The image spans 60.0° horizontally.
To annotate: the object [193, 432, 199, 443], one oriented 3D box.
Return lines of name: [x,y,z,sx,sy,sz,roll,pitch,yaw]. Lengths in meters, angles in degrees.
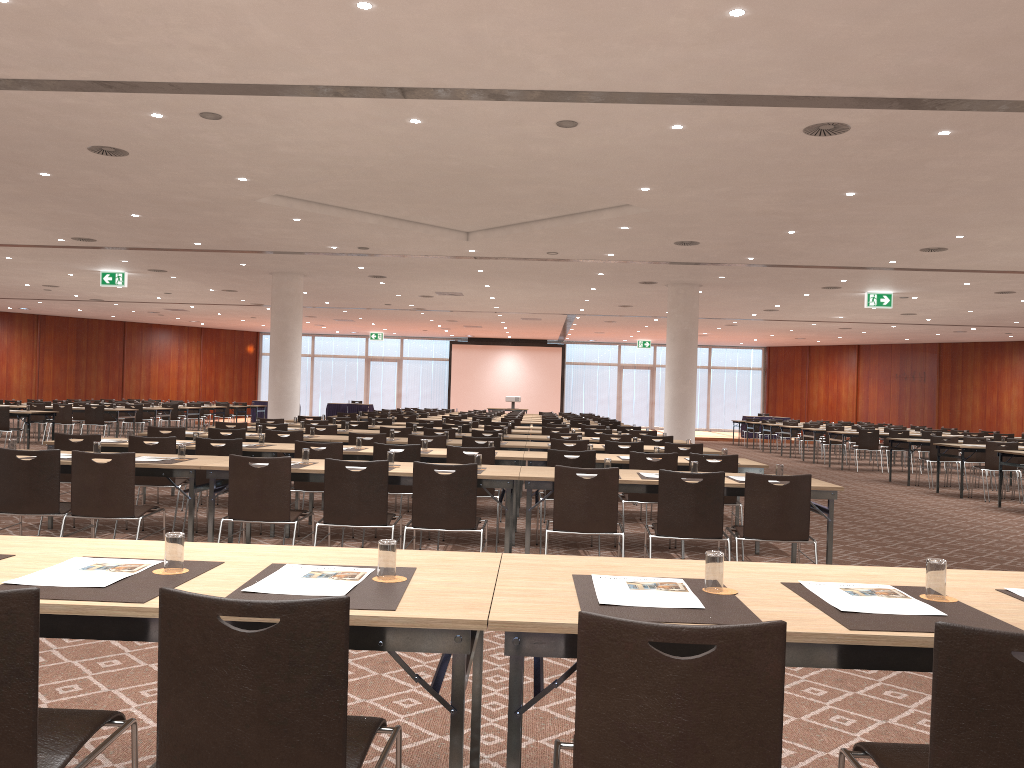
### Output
object: [-3.127,0.529,8.774,0.054,0.114,0.054,2,0,13]

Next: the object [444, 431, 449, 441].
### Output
object: [-0.790,0.630,10.700,0.054,0.114,0.054,2,0,35]

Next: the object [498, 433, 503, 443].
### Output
object: [-0.143,0.650,10.677,0.054,0.114,0.054,2,0,35]

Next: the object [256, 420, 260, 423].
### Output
object: [-3.666,0.573,12.789,0.054,0.114,0.054,2,0,-10]

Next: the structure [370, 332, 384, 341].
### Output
structure: [-5.848,-2.051,38.334,0.587,0.346,0.105,2,0,2]

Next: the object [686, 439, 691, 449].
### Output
object: [2.119,0.719,10.633,0.054,0.114,0.054,2,0,-32]

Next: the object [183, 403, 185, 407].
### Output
object: [-9.032,0.581,24.431,0.054,0.114,0.054,2,0,-10]

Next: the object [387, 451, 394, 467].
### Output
object: [-0.917,0.567,6.699,0.054,0.114,0.054,2,0,-32]

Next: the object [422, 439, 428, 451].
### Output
object: [-0.857,0.599,8.714,0.054,0.114,0.054,2,0,-10]

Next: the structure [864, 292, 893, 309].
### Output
structure: [8.271,-1.888,20.002,0.587,0.346,0.105,2,0,2]

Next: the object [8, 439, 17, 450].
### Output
object: [-3.819,0.478,6.777,0.054,0.114,0.054,2,0,-32]

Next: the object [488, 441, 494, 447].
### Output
object: [-0.207,0.619,8.693,0.054,0.114,0.054,2,0,-10]

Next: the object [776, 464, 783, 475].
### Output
object: [2.001,0.656,6.634,0.054,0.114,0.054,2,0,-32]

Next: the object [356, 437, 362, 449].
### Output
object: [-1.504,0.579,8.714,0.054,0.114,0.054,2,0,-10]

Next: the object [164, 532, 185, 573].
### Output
object: [-1.013,0.504,2.661,0.054,0.114,0.054,2,0,-32]

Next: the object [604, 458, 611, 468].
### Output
object: [0.718,0.617,6.658,0.054,0.114,0.054,2,0,35]

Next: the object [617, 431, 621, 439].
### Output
object: [1.531,0.731,12.633,0.054,0.114,0.054,2,0,-32]

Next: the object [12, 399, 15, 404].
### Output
object: [-12.670,0.440,22.534,0.054,0.114,0.054,2,0,35]

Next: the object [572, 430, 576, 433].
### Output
object: [0.879,0.711,12.665,0.054,0.114,0.054,2,0,-32]

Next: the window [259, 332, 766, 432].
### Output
window: [-0.123,-0.080,40.216,22.961,3.872,0.217,2,0,2]

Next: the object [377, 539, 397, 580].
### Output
object: [-0.373,0.523,2.646,0.054,0.114,0.054,2,0,-32]

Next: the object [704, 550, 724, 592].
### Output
object: [0.598,0.553,2.620,0.054,0.114,0.054,2,0,35]

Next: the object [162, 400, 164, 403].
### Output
object: [-11.203,0.574,28.500,0.054,0.114,0.054,2,0,-32]

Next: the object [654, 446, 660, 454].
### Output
object: [1.411,0.668,8.652,0.054,0.114,0.054,2,0,35]

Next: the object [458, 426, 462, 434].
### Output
object: [-0.749,0.662,12.699,0.054,0.114,0.054,2,0,-10]

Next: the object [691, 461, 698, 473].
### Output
object: [1.365,0.637,6.639,0.054,0.114,0.054,2,0,35]

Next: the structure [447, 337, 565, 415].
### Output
structure: [-0.249,-0.277,39.618,5.158,3.525,0.395,2,0,2]

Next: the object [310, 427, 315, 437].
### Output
object: [-2.420,0.581,10.747,0.054,0.114,0.054,2,0,-32]

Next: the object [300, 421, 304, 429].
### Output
object: [-3.022,0.592,12.771,0.054,0.114,0.054,2,0,-10]

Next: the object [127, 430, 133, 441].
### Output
object: [-3.779,0.509,8.777,0.054,0.114,0.054,2,0,-10]

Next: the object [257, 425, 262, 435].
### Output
object: [-3.063,0.561,10.767,0.054,0.114,0.054,2,0,-32]

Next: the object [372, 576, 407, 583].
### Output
object: [-0.364,0.581,2.642,0.102,0.001,0.102,2,-1,-32]

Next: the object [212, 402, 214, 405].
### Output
object: [-9.581,0.623,28.448,0.054,0.114,0.054,2,0,-10]

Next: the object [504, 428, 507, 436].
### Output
object: [-0.094,0.682,12.679,0.054,0.114,0.054,2,0,35]

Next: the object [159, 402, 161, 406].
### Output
object: [-9.699,0.560,24.444,0.054,0.114,0.054,2,0,-10]

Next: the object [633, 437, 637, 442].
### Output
object: [1.477,0.700,10.642,0.054,0.114,0.054,2,0,-32]

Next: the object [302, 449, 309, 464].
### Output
object: [-1.563,0.547,6.714,0.054,0.114,0.054,2,0,-32]

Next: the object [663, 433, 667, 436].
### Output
object: [2.173,0.751,12.627,0.054,0.114,0.054,2,0,-10]

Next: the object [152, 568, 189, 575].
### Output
object: [-1.022,0.561,2.656,0.102,0.001,0.102,2,-1,-32]

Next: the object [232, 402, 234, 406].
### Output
object: [-8.933,0.643,28.432,0.054,0.114,0.054,2,0,-10]

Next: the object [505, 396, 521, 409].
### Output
object: [0.045,0.697,33.365,0.576,0.472,0.614,2,-1,2]

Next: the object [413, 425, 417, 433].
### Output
object: [-1.394,0.642,12.724,0.054,0.114,0.054,2,0,-10]

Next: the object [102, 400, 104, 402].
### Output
object: [-11.301,0.511,24.494,0.054,0.114,0.054,2,0,-32]

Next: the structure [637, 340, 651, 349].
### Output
structure: [5.659,-1.700,38.019,0.587,0.346,0.105,2,0,2]

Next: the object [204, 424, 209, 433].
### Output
object: [-3.723,0.541,10.792,0.054,0.114,0.054,2,0,35]

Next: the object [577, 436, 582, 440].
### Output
object: [0.814,0.680,10.665,0.054,0.114,0.054,2,0,13]

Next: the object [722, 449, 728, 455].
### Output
object: [2.069,0.688,8.630,0.054,0.114,0.054,2,0,-10]

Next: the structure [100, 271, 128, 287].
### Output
structure: [-9.195,-2.421,20.481,0.587,0.346,0.105,2,0,2]

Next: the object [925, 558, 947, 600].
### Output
object: [1.249,0.573,2.611,0.054,0.114,0.054,2,0,35]

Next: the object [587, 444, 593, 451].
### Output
object: [0.764,0.648,8.663,0.054,0.114,0.054,2,0,35]

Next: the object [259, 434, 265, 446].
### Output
object: [-2.468,0.549,8.742,0.054,0.114,0.054,2,0,35]

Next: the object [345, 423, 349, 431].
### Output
object: [-2.370,0.612,12.745,0.054,0.114,0.054,2,0,-32]

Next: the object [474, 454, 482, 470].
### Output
object: [-0.255,0.587,6.678,0.054,0.114,0.054,2,0,-32]

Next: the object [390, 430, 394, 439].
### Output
object: [-1.449,0.610,10.712,0.054,0.114,0.054,2,0,35]
